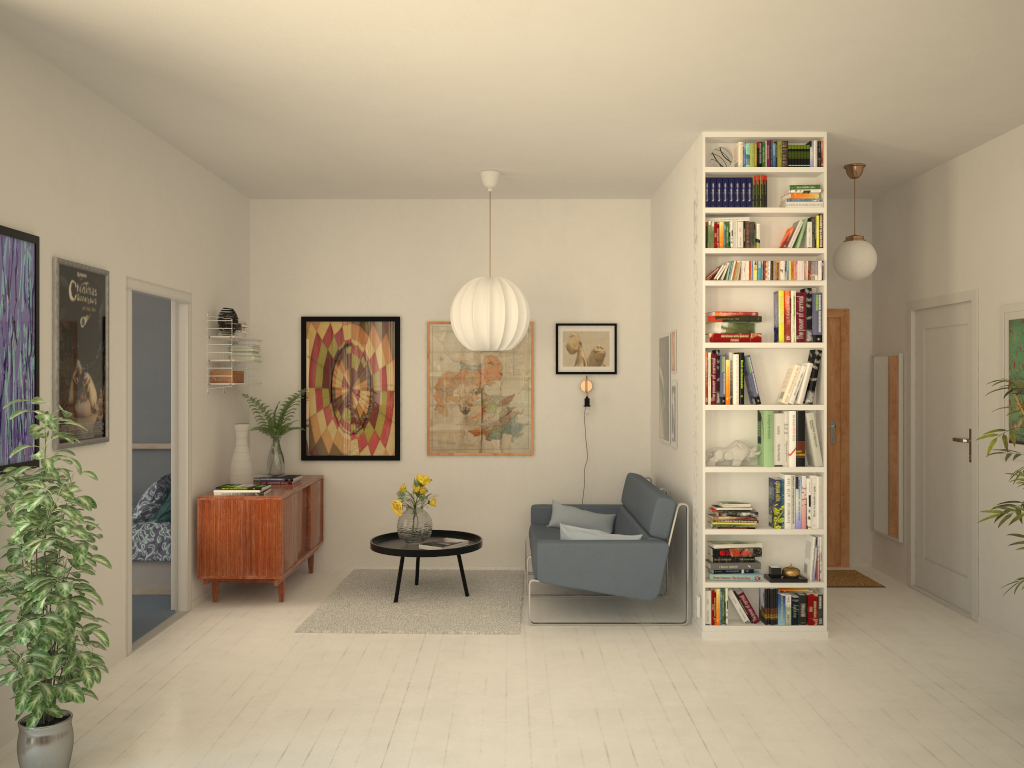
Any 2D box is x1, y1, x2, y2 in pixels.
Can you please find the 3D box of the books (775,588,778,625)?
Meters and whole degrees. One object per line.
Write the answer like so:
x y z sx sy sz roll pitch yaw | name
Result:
1.518 1.276 5.187 0.015 0.214 0.202 0 0 0 | books

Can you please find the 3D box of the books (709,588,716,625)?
1.159 1.283 5.181 0.026 0.206 0.187 0 0 0 | books

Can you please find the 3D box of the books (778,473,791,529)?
1.584 0.676 5.202 0.037 0.312 0.241 0 0 0 | books

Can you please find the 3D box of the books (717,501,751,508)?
1.289 0.700 5.167 0.166 0.019 0.127 0 0 -7 | books

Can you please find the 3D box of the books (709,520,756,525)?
1.281 0.802 5.176 0.248 0.009 0.171 0 0 3 | books

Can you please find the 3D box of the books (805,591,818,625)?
1.726 1.294 5.184 0.056 0.180 0.202 0 0 0 | books

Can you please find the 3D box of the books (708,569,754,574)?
1.273 1.080 5.199 0.241 0.024 0.168 0 0 -5 | books

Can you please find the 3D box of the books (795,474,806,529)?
1.677 0.679 5.195 0.025 0.305 0.213 0 0 0 | books

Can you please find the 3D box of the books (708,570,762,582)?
1.297 1.115 5.198 0.297 0.038 0.204 0 0 5 | books

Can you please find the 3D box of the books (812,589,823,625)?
1.770 1.295 5.202 0.032 0.176 0.230 0 0 0 | books

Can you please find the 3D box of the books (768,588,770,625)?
1.473 1.276 5.187 0.015 0.214 0.202 0 0 0 | books

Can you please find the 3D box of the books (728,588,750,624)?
1.304 1.283 5.178 0.135 0.200 0.134 0 0 0 | books

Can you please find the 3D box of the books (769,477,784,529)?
1.537 0.690 5.190 0.057 0.284 0.200 0 0 0 | books

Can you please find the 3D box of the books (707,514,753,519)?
1.269 0.769 5.165 0.238 0.012 0.120 0 0 -5 | books

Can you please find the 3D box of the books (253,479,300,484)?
-1.760 0.708 6.476 0.371 0.022 0.259 0 0 0 | books

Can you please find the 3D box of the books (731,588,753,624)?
1.334 1.287 5.171 0.118 0.192 0.118 0 0 0 | books

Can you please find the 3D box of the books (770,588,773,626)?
1.488 1.276 5.174 0.015 0.214 0.202 0 0 0 | books

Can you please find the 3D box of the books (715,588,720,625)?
1.183 1.280 5.176 0.020 0.211 0.185 0 0 0 | books

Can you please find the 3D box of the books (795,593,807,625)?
1.673 1.298 5.204 0.050 0.170 0.221 0 0 0 | books

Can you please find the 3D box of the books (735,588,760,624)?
1.366 1.290 5.178 0.131 0.188 0.136 0 0 0 | books

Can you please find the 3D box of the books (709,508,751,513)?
1.264 0.732 5.179 0.221 0.010 0.169 0 0 3 | books

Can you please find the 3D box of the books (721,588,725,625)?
1.215 1.277 5.191 0.021 0.215 0.174 0 0 0 | books

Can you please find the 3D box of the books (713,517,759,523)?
1.306 0.790 5.202 0.255 0.014 0.197 0 0 10 | books

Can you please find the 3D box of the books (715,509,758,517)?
1.307 0.750 5.186 0.235 0.025 0.163 0 0 6 | books

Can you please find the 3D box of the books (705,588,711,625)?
1.126 1.288 5.184 0.039 0.199 0.185 0 0 0 | books

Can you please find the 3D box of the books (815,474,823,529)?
1.768 0.681 5.201 0.039 0.303 0.229 0 0 0 | books

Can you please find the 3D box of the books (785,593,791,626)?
1.584 1.295 5.190 0.032 0.176 0.222 0 0 0 | books

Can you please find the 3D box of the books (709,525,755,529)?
1.275 0.826 5.170 0.247 0.009 0.170 0 0 3 | books

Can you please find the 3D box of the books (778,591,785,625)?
1.548 1.294 5.195 0.044 0.179 0.224 0 0 0 | books

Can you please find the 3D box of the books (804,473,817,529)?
1.732 0.679 5.171 0.037 0.308 0.161 0 0 0 | books

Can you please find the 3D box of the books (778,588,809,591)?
1.629 1.190 5.165 0.165 0.006 0.103 0 0 0 | books

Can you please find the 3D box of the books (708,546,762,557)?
1.293 0.970 5.185 0.285 0.047 0.185 0 0 0 | books

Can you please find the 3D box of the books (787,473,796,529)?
1.616 0.677 5.204 0.027 0.311 0.228 0 0 0 | books

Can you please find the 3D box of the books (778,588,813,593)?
1.642 1.199 5.183 0.193 0.012 0.130 0 0 0 | books

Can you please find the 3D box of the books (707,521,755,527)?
1.270 0.814 5.167 0.246 0.014 0.173 0 0 -1 | books

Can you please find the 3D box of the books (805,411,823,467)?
1.735 0.319 5.197 0.099 0.316 0.229 0 0 0 | books

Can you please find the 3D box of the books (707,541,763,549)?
1.297 0.933 5.199 0.297 0.024 0.162 0 0 -9 | books

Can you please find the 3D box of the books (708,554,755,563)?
1.275 1.013 5.183 0.247 0.039 0.143 0 0 -3 | books

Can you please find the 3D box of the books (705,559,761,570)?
1.281 1.049 5.183 0.297 0.039 0.165 0 0 -5 | books

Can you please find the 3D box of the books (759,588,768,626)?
1.458 1.276 5.180 0.015 0.214 0.202 0 0 0 | books

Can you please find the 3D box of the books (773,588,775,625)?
1.503 1.276 5.182 0.015 0.214 0.202 0 0 0 | books

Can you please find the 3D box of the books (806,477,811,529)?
1.701 0.687 5.181 0.022 0.291 0.208 0 0 0 | books

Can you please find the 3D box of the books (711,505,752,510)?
1.278 0.718 5.188 0.212 0.017 0.165 0 0 -2 | books

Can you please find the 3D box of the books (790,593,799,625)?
1.624 1.302 5.189 0.048 0.163 0.209 0 0 0 | books

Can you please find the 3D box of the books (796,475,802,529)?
1.647 0.684 5.163 0.035 0.304 0.150 0 0 0 | books

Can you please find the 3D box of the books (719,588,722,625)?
1.198 1.281 5.190 0.012 0.206 0.193 0 0 0 | books

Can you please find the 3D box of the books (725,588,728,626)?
1.231 1.277 5.176 0.010 0.215 0.193 0 0 0 | books

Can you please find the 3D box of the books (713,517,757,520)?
1.285 0.779 5.183 0.250 0.008 0.135 0 0 -3 | books

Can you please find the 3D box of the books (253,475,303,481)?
-1.746 0.687 6.482 0.368 0.020 0.255 0 0 2 | books
